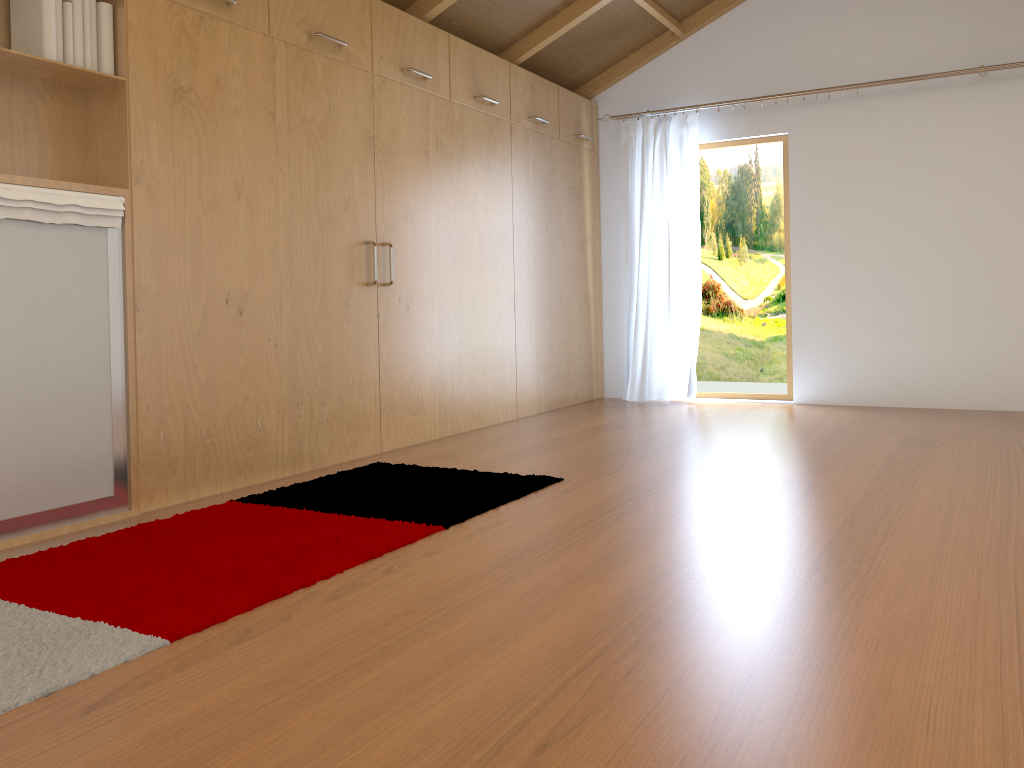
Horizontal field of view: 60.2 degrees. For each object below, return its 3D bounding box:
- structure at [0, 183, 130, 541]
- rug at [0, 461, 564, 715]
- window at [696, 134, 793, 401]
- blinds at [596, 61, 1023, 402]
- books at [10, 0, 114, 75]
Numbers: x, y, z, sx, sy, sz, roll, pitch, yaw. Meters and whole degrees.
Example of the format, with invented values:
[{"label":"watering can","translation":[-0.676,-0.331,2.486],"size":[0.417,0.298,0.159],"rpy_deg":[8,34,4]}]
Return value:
[{"label":"structure","translation":[-1.583,-0.076,2.748],"size":[0.315,1.078,0.727],"rpy_deg":[-1,2,29]},{"label":"rug","translation":[-1.100,0.526,2.066],"size":[0.917,0.011,3.732],"rpy_deg":[1,6,29]},{"label":"window","translation":[1.500,-0.789,6.137],"size":[0.874,1.784,0.026],"rpy_deg":[-1,1,29]},{"label":"blinds","translation":[1.905,-0.879,5.722],"size":[2.847,2.034,0.233],"rpy_deg":[1,1,28]},{"label":"books","translation":[-2.161,-0.859,1.687],"size":[0.189,0.657,3.117],"rpy_deg":[-1,4,29]}]
